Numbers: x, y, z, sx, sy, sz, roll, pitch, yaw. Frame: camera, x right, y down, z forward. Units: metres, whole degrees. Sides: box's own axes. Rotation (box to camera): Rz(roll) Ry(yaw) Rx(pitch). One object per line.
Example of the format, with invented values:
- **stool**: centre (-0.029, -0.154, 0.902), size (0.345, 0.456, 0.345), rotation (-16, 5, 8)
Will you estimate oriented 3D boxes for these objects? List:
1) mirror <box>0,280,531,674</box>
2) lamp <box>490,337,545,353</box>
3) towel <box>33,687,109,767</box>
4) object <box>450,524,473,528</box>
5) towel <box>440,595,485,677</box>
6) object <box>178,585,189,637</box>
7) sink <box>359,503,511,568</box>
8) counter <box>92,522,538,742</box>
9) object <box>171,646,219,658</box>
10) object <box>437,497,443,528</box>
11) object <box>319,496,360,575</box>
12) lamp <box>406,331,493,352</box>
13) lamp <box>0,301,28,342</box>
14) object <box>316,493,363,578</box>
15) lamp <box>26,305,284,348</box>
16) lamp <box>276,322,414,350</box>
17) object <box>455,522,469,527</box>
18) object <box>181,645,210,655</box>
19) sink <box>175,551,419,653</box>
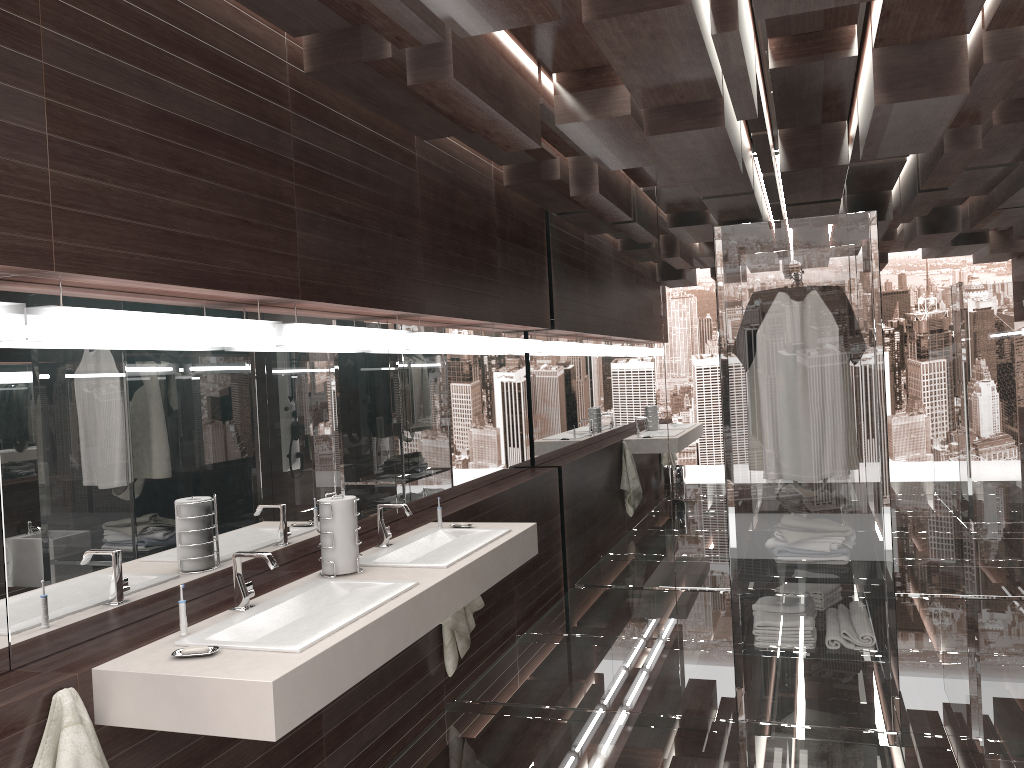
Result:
- **mirror**: centre (1.239, 0.079, 2.875), size (4.126, 0.916, 5.081), rotation (-3, 1, 19)
- **lamp**: centre (0.025, -0.234, 5.429), size (0.082, 0.082, 0.950), rotation (-3, 1, 19)
- **towel**: centre (-0.917, 1.013, 1.924), size (0.156, 0.678, 0.368), rotation (-3, 1, 19)
- **object**: centre (-0.211, 0.599, 3.733), size (0.108, 0.011, 0.065), rotation (-2, 1, 40)
- **towel**: centre (-0.235, 0.956, 3.958), size (0.156, 0.678, 0.368), rotation (-3, 1, 18)
- **object**: centre (-0.854, 0.587, 2.302), size (0.022, 0.132, 0.022), rotation (-3, 1, 0)
- **sink**: centre (-0.316, 0.548, 3.341), size (0.427, 0.193, 0.681), rotation (-3, 1, 19)
- **counter**: centre (-0.433, 0.690, 2.911), size (0.488, 0.131, 1.954), rotation (-3, 1, 19)
- **object**: centre (-0.758, 0.644, 2.124), size (0.108, 0.011, 0.065), rotation (-3, 1, -3)
- **object**: centre (-0.305, 0.543, 3.732), size (0.022, 0.132, 0.022), rotation (-3, 1, -34)
- **object**: centre (-0.576, 0.503, 2.959), size (0.124, 0.246, 0.128), rotation (-3, 1, 0)
- **lamp**: centre (-0.295, -0.207, 4.472), size (0.082, 0.082, 0.950), rotation (-3, 1, 19)
- **lamp**: centre (-1.275, -0.125, 1.548), size (0.082, 0.082, 0.950), rotation (-3, 1, 19)
- **object**: centre (-0.580, 0.501, 2.966), size (0.145, 0.261, 0.136), rotation (-3, 1, -28)
- **lamp**: centre (-0.951, -0.153, 2.514), size (0.082, 0.082, 0.950), rotation (-3, 1, 19)
- **lamp**: centre (-0.625, -0.180, 3.489), size (0.082, 0.082, 0.950), rotation (-3, 1, 19)
- **object**: centre (-0.212, 0.592, 3.732), size (0.066, 0.016, 0.035), rotation (-2, 1, 38)
- **object**: centre (-0.758, 0.638, 2.124), size (0.066, 0.016, 0.035), rotation (-3, 1, -5)
- **sink**: centre (-0.601, 0.572, 2.490), size (0.427, 0.193, 0.681), rotation (-3, 1, 19)
